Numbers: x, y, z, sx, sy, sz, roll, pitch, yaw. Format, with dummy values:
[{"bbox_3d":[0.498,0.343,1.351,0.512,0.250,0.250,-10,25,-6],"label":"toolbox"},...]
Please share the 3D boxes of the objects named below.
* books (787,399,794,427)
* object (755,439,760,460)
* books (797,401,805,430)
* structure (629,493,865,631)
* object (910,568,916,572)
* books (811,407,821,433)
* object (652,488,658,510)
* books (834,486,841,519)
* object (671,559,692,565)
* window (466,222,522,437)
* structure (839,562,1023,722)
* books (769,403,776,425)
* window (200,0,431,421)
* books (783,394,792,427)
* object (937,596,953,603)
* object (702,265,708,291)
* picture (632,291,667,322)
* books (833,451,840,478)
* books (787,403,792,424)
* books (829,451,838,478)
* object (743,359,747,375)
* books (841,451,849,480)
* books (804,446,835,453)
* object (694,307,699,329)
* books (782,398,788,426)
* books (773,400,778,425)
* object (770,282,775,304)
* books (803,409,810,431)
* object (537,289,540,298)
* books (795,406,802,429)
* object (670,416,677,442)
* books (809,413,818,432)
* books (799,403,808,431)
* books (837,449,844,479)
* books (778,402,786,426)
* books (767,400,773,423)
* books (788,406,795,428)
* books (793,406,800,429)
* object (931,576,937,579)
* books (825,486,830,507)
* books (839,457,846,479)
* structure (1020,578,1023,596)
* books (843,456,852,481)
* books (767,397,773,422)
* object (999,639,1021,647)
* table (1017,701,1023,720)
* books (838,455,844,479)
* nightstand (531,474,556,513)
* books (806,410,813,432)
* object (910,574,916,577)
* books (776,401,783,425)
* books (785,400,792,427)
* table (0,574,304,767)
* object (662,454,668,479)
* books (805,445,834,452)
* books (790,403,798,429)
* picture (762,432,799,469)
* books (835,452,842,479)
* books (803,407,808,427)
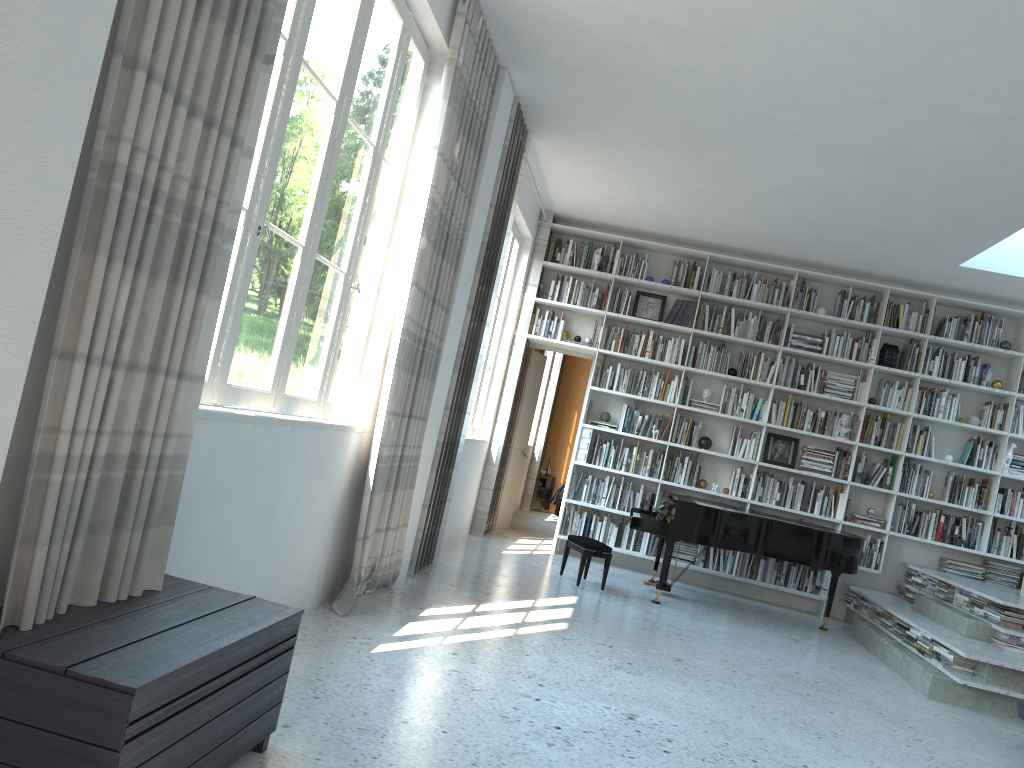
[{"bbox_3d":[2.640,0.288,8.449,0.010,0.280,0.170,12,-2,8],"label":"books"},{"bbox_3d":[2.339,0.634,8.500,0.017,0.216,0.103,12,-2,8],"label":"object"},{"bbox_3d":[2.739,0.308,8.443,0.013,0.283,0.177,12,-2,8],"label":"books"},{"bbox_3d":[1.896,1.469,7.349,1.917,0.832,1.335,12,-3,8],"label":"structure"},{"bbox_3d":[3.767,1.725,8.153,0.131,0.024,0.290,12,-3,10],"label":"object"},{"bbox_3d":[2.888,0.353,8.424,0.014,0.258,0.161,12,-2,8],"label":"books"},{"bbox_3d":[1.376,1.146,8.597,0.017,0.290,0.089,12,-2,8],"label":"object"},{"bbox_3d":[3.049,1.116,8.357,0.011,0.300,0.149,12,-2,8],"label":"books"},{"bbox_3d":[1.600,1.694,8.502,0.254,0.007,0.161,12,-3,11],"label":"object"},{"bbox_3d":[-0.237,-0.526,7.570,0.073,2.008,1.984,12,-3,8],"label":"window"},{"bbox_3d":[4.213,2.043,6.695,2.898,0.659,3.115,12,-3,8],"label":"structure"},{"bbox_3d":[2.488,0.293,8.471,0.053,0.208,0.156,12,-2,8],"label":"books"},{"bbox_3d":[-13.168,-10.504,15.428,32.786,18.531,18.550,12,-3,12],"label":"window"},{"bbox_3d":[2.606,0.262,8.441,0.014,0.317,0.188,12,-2,8],"label":"books"},{"bbox_3d":[3.613,1.778,7.277,0.145,0.010,0.267,12,-3,4],"label":"object"},{"bbox_3d":[1.872,-1.003,8.659,0.012,0.285,0.159,12,-2,8],"label":"object"},{"bbox_3d":[1.352,-0.751,8.756,0.300,0.299,0.077,12,-2,8],"label":"picture"},{"bbox_3d":[3.045,0.761,8.369,0.011,0.260,0.184,12,-2,8],"label":"books"},{"bbox_3d":[2.628,0.305,8.467,0.010,0.244,0.149,12,-2,8],"label":"books"},{"bbox_3d":[3.033,0.762,8.374,0.012,0.254,0.161,12,-2,8],"label":"books"},{"bbox_3d":[2.234,-0.146,8.558,0.010,0.225,0.142,12,-2,8],"label":"object"},{"bbox_3d":[3.123,0.768,8.357,0.011,0.279,0.186,12,-2,8],"label":"books"},{"bbox_3d":[2.906,0.624,8.403,0.254,0.012,0.161,12,-3,5],"label":"books"},{"bbox_3d":[1.790,-0.629,8.643,0.012,0.254,0.161,12,-2,8],"label":"object"},{"bbox_3d":[2.597,0.279,8.485,0.010,0.284,0.136,12,-2,8],"label":"books"},{"bbox_3d":[2.511,0.281,8.480,0.042,0.242,0.162,12,-2,8],"label":"books"},{"bbox_3d":[2.501,-0.849,8.562,0.010,0.246,0.157,12,-2,8],"label":"object"},{"bbox_3d":[2.787,0.353,8.433,0.024,0.216,0.175,12,-3,8],"label":"books"},{"bbox_3d":[0.266,-0.977,8.853,0.035,0.295,0.176,12,-2,8],"label":"object"},{"bbox_3d":[2.716,0.328,8.452,0.025,0.236,0.137,12,-2,8],"label":"books"},{"bbox_3d":[1.566,0.441,8.611,0.012,0.270,0.130,12,-2,8],"label":"object"},{"bbox_3d":[2.852,0.377,8.437,0.050,0.199,0.146,12,-2,8],"label":"books"},{"bbox_3d":[2.755,0.319,8.426,0.027,0.267,0.190,12,-2,8],"label":"books"},{"bbox_3d":[3.083,0.755,8.375,0.011,0.288,0.152,12,-2,8],"label":"books"},{"bbox_3d":[2.571,0.295,8.474,0.029,0.240,0.156,12,-2,8],"label":"books"},{"bbox_3d":[2.463,0.275,8.500,0.011,0.235,0.142,12,-2,8],"label":"books"},{"bbox_3d":[2.654,0.319,8.468,0.024,0.228,0.147,12,-2,8],"label":"books"},{"bbox_3d":[2.696,0.328,8.447,0.012,0.227,0.170,12,-2,8],"label":"books"},{"bbox_3d":[3.689,1.671,7.565,0.144,0.005,0.257,12,-3,8],"label":"object"},{"bbox_3d":[2.961,1.106,8.378,0.010,0.284,0.132,12,-2,8],"label":"books"},{"bbox_3d":[3.104,0.796,8.375,0.021,0.217,0.132,12,-2,8],"label":"books"},{"bbox_3d":[4.661,0.388,6.363,2.612,3.380,1.956,12,-2,8],"label":"structure"},{"bbox_3d":[3.138,0.796,8.342,0.034,0.229,0.199,12,-3,8],"label":"books"},{"bbox_3d":[2.458,0.250,8.504,0.010,0.282,0.140,12,-2,8],"label":"books"},{"bbox_3d":[3.450,1.778,6.056,0.204,0.004,0.140,12,-3,11],"label":"object"},{"bbox_3d":[3.277,1.922,4.142,1.269,0.218,1.258,12,-3,8],"label":"table"},{"bbox_3d":[3.089,0.785,8.379,0.013,0.232,0.134,12,-2,8],"label":"books"},{"bbox_3d":[0.275,1.554,12.964,0.650,0.518,0.431,12,-3,11],"label":"nightstand"},{"bbox_3d":[2.813,0.360,8.431,0.030,0.214,0.168,12,-2,8],"label":"books"},{"bbox_3d":[3.752,1.775,8.152,0.135,0.011,0.221,12,-3,12],"label":"object"},{"bbox_3d":[2.546,0.286,8.484,0.026,0.248,0.139,12,-2,8],"label":"books"},{"bbox_3d":[2.614,0.289,8.437,0.015,0.266,0.189,12,-2,8],"label":"books"},{"bbox_3d":[-0.977,0.781,2.221,0.523,0.415,0.926,12,-3,8],"label":"table"},{"bbox_3d":[1.473,0.803,8.587,0.012,0.254,0.161,12,-2,8],"label":"object"},{"bbox_3d":[2.909,0.612,8.402,0.254,0.012,0.161,12,-3,12],"label":"books"},{"bbox_3d":[2.683,0.310,8.471,0.028,0.259,0.134,12,-2,8],"label":"books"},{"bbox_3d":[2.577,0.640,8.499,0.300,0.299,0.077,12,-2,8],"label":"picture"},{"bbox_3d":[3.068,0.769,8.377,0.013,0.256,0.163,12,-2,8],"label":"books"},{"bbox_3d":[2.775,0.333,8.450,0.011,0.251,0.130,12,-2,8],"label":"books"}]
